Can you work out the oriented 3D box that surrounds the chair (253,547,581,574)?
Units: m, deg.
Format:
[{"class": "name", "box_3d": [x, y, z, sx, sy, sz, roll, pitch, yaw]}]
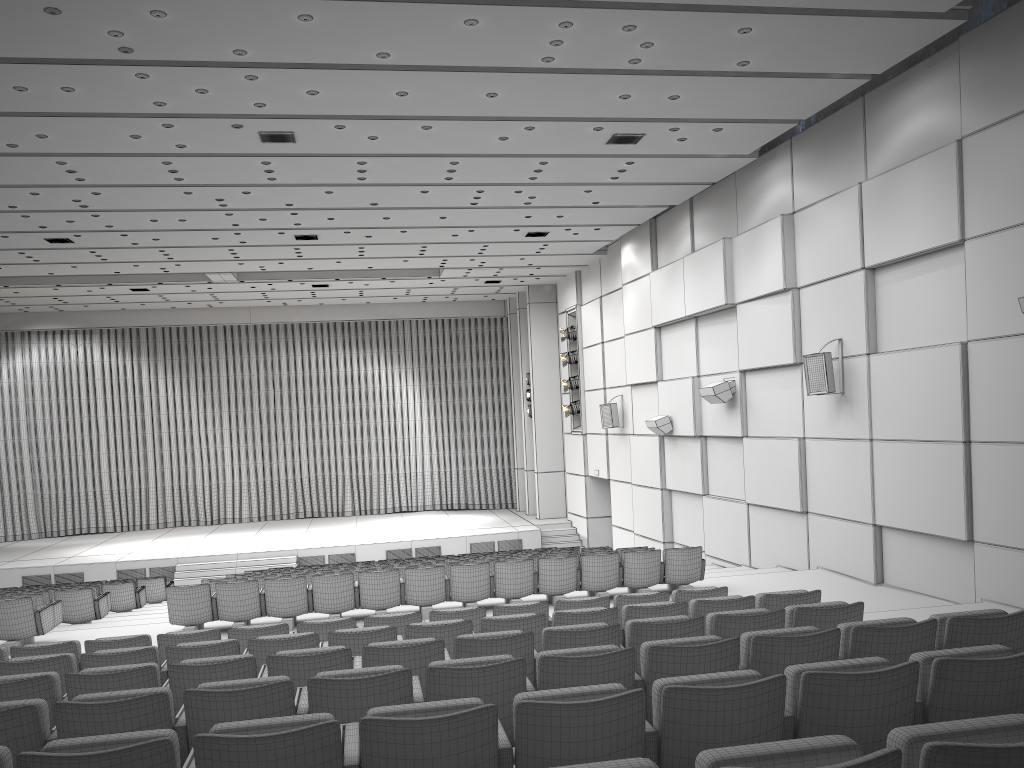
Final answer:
[{"class": "chair", "box_3d": [-1.656, 3.524, 16.438, 6.046, 0.622, 0.612, -2, 0, -10]}]

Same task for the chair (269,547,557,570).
[{"class": "chair", "box_3d": [-1.979, 3.923, 18.628, 6.046, 0.622, 0.612, -2, 0, -10]}]

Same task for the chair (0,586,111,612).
[{"class": "chair", "box_3d": [-9.151, 3.454, 12.927, 6.046, 0.622, 0.612, -2, 0, -10]}]

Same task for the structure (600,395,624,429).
[{"class": "structure", "box_3d": [2.264, 0.625, 19.979, 0.409, 0.745, 0.409, -2, 1, 38]}]

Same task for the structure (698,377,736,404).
[{"class": "structure", "box_3d": [3.453, 0.115, 14.803, 0.470, 0.418, 0.520, -3, -1, -14]}]

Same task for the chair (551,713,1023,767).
[{"class": "chair", "box_3d": [-3.602, 1.408, 1.646, 13.742, 0.622, 0.612, -2, 0, -10]}]

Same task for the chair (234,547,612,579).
[{"class": "chair", "box_3d": [-1.299, 3.124, 14.260, 6.046, 0.622, 0.612, -2, 0, -10]}]

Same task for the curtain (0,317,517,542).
[{"class": "curtain", "box_3d": [-7.795, 1.087, 27.578, 16.121, 6.530, 1.428, -3, 2, -10]}]

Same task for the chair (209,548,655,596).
[{"class": "chair", "box_3d": [-0.943, 2.724, 12.082, 6.046, 0.622, 0.612, -2, 0, -10]}]

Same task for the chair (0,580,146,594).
[{"class": "chair", "box_3d": [-9.508, 3.854, 15.105, 6.046, 0.622, 0.612, -2, 0, -10]}]

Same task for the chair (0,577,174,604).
[{"class": "chair", "box_3d": [-9.703, 4.055, 16.191, 6.596, 0.622, 0.612, -2, 0, -10]}]

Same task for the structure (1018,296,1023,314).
[{"class": "structure", "box_3d": [5.098, -0.773, 8.210, 0.470, 0.418, 0.520, -3, -1, -13]}]

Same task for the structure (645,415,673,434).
[{"class": "structure", "box_3d": [2.923, 0.772, 17.292, 0.470, 0.418, 0.520, -3, -1, -13]}]

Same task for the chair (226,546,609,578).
[{"class": "chair", "box_3d": [-1.494, 3.325, 15.347, 6.596, 0.622, 0.612, -2, 0, -10]}]

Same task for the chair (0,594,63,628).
[{"class": "chair", "box_3d": [-8.794, 3.054, 10.749, 6.046, 0.622, 0.612, -2, 0, -10]}]

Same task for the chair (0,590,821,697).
[{"class": "chair", "box_3d": [-4.315, 2.208, 6.002, 13.742, 0.622, 0.612, -2, 0, -10]}]

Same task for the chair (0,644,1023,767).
[{"class": "chair", "box_3d": [-3.807, 1.609, 2.731, 13.192, 0.622, 0.612, -2, 0, -10]}]

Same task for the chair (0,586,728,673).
[{"class": "chair", "box_3d": [-4.520, 2.409, 7.087, 13.192, 0.622, 0.612, -2, 0, -10]}]

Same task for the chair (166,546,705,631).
[{"class": "chair", "box_3d": [-0.781, 2.525, 10.991, 6.597, 0.622, 0.612, -2, 0, -10]}]

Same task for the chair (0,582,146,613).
[{"class": "chair", "box_3d": [-9.346, 3.655, 14.013, 6.596, 0.622, 0.612, -2, 0, -10]}]

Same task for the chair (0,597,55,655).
[{"class": "chair", "box_3d": [-8.633, 2.855, 9.657, 6.596, 0.622, 0.612, -2, 0, -10]}]

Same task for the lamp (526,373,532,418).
[{"class": "lamp", "box_3d": [0.615, 0.323, 25.533, 0.436, 1.480, 0.385, -3, 2, -14]}]

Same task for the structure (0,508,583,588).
[{"class": "structure", "box_3d": [-7.041, 4.628, 24.614, 17.809, 0.846, 8.319, -2, -2, -10]}]

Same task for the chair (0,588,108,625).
[{"class": "chair", "box_3d": [-8.990, 3.255, 11.835, 6.596, 0.622, 0.612, -2, 0, -10]}]

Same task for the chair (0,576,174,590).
[{"class": "chair", "box_3d": [-9.831, 4.253, 17.295, 6.046, 0.622, 0.612, -2, 0, -10]}]

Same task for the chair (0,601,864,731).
[{"class": "chair", "box_3d": [-4.163, 2.009, 4.909, 13.192, 0.622, 0.612, -2, 0, -10]}]

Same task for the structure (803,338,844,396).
[{"class": "structure", "box_3d": [4.152, -0.224, 11.788, 0.409, 0.745, 0.409, -2, 1, 38]}]

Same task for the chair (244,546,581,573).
[{"class": "chair", "box_3d": [-1.851, 3.725, 17.525, 6.596, 0.622, 0.612, -2, 0, -10]}]

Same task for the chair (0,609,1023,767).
[{"class": "chair", "box_3d": [-3.959, 1.808, 3.824, 13.742, 0.622, 0.612, -2, 0, -10]}]

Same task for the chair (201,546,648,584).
[{"class": "chair", "box_3d": [-1.138, 2.925, 13.169, 6.596, 0.622, 0.612, -2, 0, -10]}]

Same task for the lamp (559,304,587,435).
[{"class": "lamp", "box_3d": [1.654, -0.341, 23.100, 0.755, 3.345, 1.021, -3, 2, -14]}]
